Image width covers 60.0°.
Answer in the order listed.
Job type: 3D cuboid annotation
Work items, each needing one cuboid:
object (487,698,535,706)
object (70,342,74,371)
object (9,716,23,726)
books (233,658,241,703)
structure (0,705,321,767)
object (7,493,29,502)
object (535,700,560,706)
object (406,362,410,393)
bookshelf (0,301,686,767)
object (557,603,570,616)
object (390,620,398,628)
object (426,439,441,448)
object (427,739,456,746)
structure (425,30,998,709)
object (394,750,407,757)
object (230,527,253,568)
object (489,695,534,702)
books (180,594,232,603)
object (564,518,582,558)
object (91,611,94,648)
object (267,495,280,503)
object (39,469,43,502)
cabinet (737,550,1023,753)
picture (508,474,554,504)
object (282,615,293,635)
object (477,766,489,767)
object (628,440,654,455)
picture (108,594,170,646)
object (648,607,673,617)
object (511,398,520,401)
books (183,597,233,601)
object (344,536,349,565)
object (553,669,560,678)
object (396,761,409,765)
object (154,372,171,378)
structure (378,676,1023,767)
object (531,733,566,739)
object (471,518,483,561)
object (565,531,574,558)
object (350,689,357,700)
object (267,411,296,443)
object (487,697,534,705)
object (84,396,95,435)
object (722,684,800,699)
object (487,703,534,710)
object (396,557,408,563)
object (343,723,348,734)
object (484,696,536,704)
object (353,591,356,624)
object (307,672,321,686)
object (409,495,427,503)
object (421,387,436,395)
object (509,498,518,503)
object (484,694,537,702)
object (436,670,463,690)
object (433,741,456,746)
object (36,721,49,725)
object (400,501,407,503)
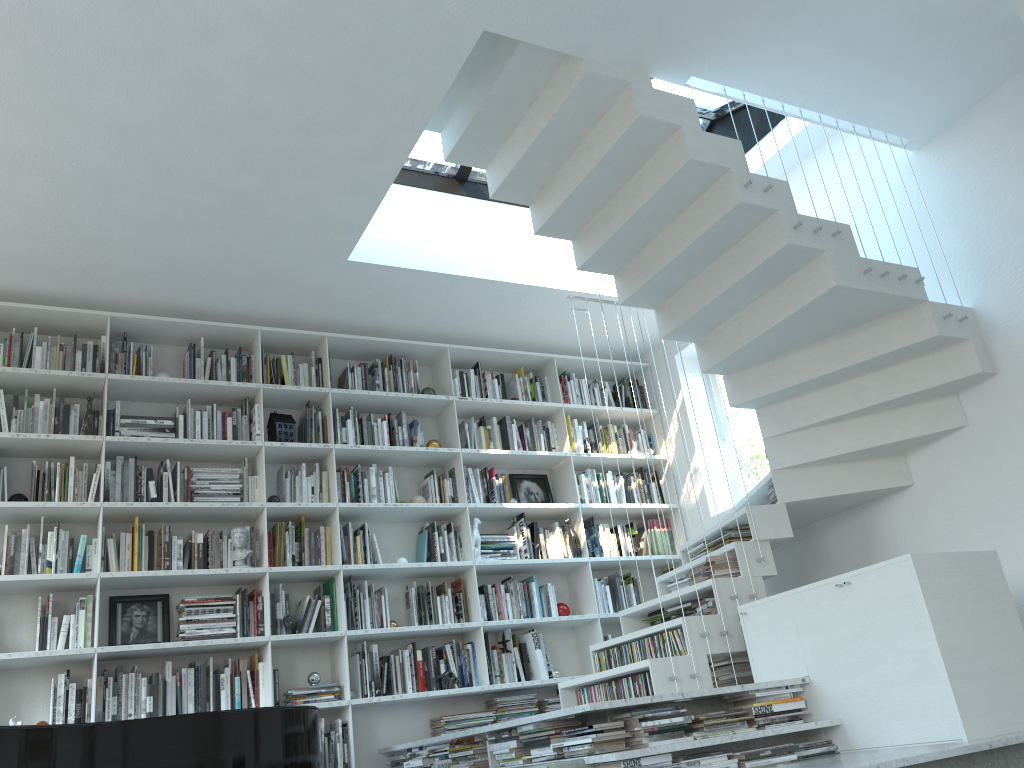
[{"bbox_3d":[-0.010,1.946,5.427,0.254,0.005,0.161,4,-26,-28],"label":"object"},{"bbox_3d":[-2.494,-0.094,5.014,0.010,0.245,0.158,4,-25,-28],"label":"object"},{"bbox_3d":[-2.327,1.611,4.170,0.060,0.094,0.078,-3,-23,-13],"label":"object"},{"bbox_3d":[-1.477,1.628,4.758,0.010,0.282,0.132,4,-25,-28],"label":"books"},{"bbox_3d":[-1.587,1.700,3.237,1.919,0.829,1.340,4,-26,-28],"label":"structure"},{"bbox_3d":[-2.551,0.613,4.580,0.097,0.098,0.097,-16,-23,17],"label":"object"},{"bbox_3d":[0.319,2.001,5.590,0.328,0.008,0.208,4,-26,-28],"label":"object"},{"bbox_3d":[-0.718,0.016,5.972,0.006,0.296,0.130,4,-25,-28],"label":"object"},{"bbox_3d":[-1.581,1.134,4.847,6.299,3.129,0.331,4,-25,-28],"label":"bookshelf"},{"bbox_3d":[0.321,1.489,5.795,0.115,0.116,0.115,-25,-27,34],"label":"object"},{"bbox_3d":[-0.711,1.437,5.248,0.071,0.072,0.072,-16,-23,17],"label":"object"},{"bbox_3d":[-0.512,0.412,5.779,0.101,0.101,0.101,-25,-27,34],"label":"object"},{"bbox_3d":[-0.300,1.812,4.496,0.159,0.007,0.286,6,-26,-31],"label":"object"},{"bbox_3d":[0.790,0.134,4.502,2.614,3.367,1.962,4,-25,-28],"label":"structure"},{"bbox_3d":[-0.554,2.063,4.976,0.131,0.024,0.291,3,-25,-26],"label":"object"},{"bbox_3d":[-1.506,0.916,4.902,0.138,0.243,0.138,-18,-24,23],"label":"object"},{"bbox_3d":[-0.011,1.930,5.432,0.254,0.005,0.161,4,-25,-27],"label":"object"},{"bbox_3d":[-1.672,1.180,4.846,0.254,0.012,0.161,2,-25,-24],"label":"books"},{"bbox_3d":[0.410,1.037,5.922,0.087,0.287,0.075,-10,-22,4],"label":"object"},{"bbox_3d":[-2.158,1.280,4.551,0.017,0.215,0.104,4,-25,-28],"label":"object"},{"bbox_3d":[-1.380,0.680,5.135,0.071,0.072,0.072,-16,-23,17],"label":"object"},{"bbox_3d":[-2.495,0.581,4.692,0.010,0.224,0.143,4,-25,-28],"label":"object"},{"bbox_3d":[1.536,1.159,3.730,0.551,0.665,0.997,4,-25,-28],"label":"cabinet"},{"bbox_3d":[0.143,0.763,6.156,0.300,0.298,0.078,4,-25,-28],"label":"picture"},{"bbox_3d":[-1.221,1.317,4.836,0.054,0.113,0.079,5,-26,-29],"label":"object"},{"bbox_3d":[-0.146,1.825,4.216,0.145,0.010,0.267,6,-27,-31],"label":"object"},{"bbox_3d":[0.935,0.484,6.511,0.203,0.136,0.095,-3,-23,-13],"label":"object"},{"bbox_3d":[-1.974,1.266,4.700,0.300,0.298,0.078,4,-25,-28],"label":"picture"},{"bbox_3d":[0.877,1.282,4.994,0.161,0.025,0.175,2,-25,-24],"label":"object"},{"bbox_3d":[0.020,0.131,6.212,0.071,0.072,0.072,-16,-23,17],"label":"object"},{"bbox_3d":[-1.671,1.192,4.843,0.254,0.012,0.161,6,-26,-31],"label":"books"},{"bbox_3d":[-1.008,1.028,5.303,0.013,0.207,0.140,4,-25,-28],"label":"object"},{"bbox_3d":[0.272,1.845,5.620,0.071,0.072,0.072,-16,-23,17],"label":"object"},{"bbox_3d":[-0.551,2.110,4.954,0.135,0.011,0.222,2,-25,-24],"label":"object"},{"bbox_3d":[-2.043,-0.016,5.176,0.105,0.105,0.105,-25,-27,34],"label":"object"},{"bbox_3d":[0.727,1.825,4.111,2.900,0.656,3.125,4,-26,-28],"label":"structure"},{"bbox_3d":[0.185,1.446,3.658,0.142,0.006,0.204,5,-26,-30],"label":"object"},{"bbox_3d":[-0.226,0.981,5.564,0.087,0.287,0.075,-10,-22,4],"label":"object"},{"bbox_3d":[0.354,1.125,6.020,0.022,0.211,0.179,4,-25,-28],"label":"object"},{"bbox_3d":[-0.906,1.750,4.977,0.071,0.072,0.072,-16,-23,17],"label":"object"},{"bbox_3d":[-1.392,0.286,5.358,0.135,0.247,0.136,9,-28,-37],"label":"object"},{"bbox_3d":[-0.011,1.941,5.429,0.254,0.005,0.161,4,-26,-28],"label":"object"},{"bbox_3d":[-2.288,0.187,4.813,0.075,0.253,0.075,-25,-27,35],"label":"object"},{"bbox_3d":[1.049,1.294,3.749,0.284,0.030,0.177,4,-26,-28],"label":"object"},{"bbox_3d":[-0.009,1.970,5.416,0.254,0.005,0.161,4,-26,-28],"label":"object"},{"bbox_3d":[-0.669,1.092,5.399,0.071,0.072,0.072,-16,-23,17],"label":"object"},{"bbox_3d":[-0.902,1.976,4.793,0.011,0.259,0.142,4,-25,-28],"label":"object"},{"bbox_3d":[-0.012,1.936,5.432,0.285,0.005,0.160,4,-26,-28],"label":"object"},{"bbox_3d":[-0.945,1.346,5.203,0.007,0.265,0.135,4,-25,-28],"label":"object"},{"bbox_3d":[-1.082,1.611,4.845,0.071,0.072,0.072,-16,-23,17],"label":"object"},{"bbox_3d":[-0.599,0.767,5.656,0.112,0.112,0.112,-25,-27,34],"label":"object"},{"bbox_3d":[-0.559,0.073,5.911,0.104,0.105,0.104,-16,-23,17],"label":"object"},{"bbox_3d":[-0.006,0.809,5.940,0.091,0.092,0.092,-16,-23,17],"label":"object"},{"bbox_3d":[-0.008,1.921,5.426,0.285,0.005,0.160,2,-25,-23],"label":"object"},{"bbox_3d":[-0.360,1.709,5.122,0.161,0.113,0.065,11,-29,-39],"label":"object"},{"bbox_3d":[-0.286,1.818,4.501,0.144,0.005,0.258,4,-26,-28],"label":"object"},{"bbox_3d":[-2.243,1.641,4.232,0.061,0.062,0.062,-16,-23,17],"label":"object"},{"bbox_3d":[-0.687,0.770,5.575,0.068,0.068,0.068,-25,-27,34],"label":"object"}]
